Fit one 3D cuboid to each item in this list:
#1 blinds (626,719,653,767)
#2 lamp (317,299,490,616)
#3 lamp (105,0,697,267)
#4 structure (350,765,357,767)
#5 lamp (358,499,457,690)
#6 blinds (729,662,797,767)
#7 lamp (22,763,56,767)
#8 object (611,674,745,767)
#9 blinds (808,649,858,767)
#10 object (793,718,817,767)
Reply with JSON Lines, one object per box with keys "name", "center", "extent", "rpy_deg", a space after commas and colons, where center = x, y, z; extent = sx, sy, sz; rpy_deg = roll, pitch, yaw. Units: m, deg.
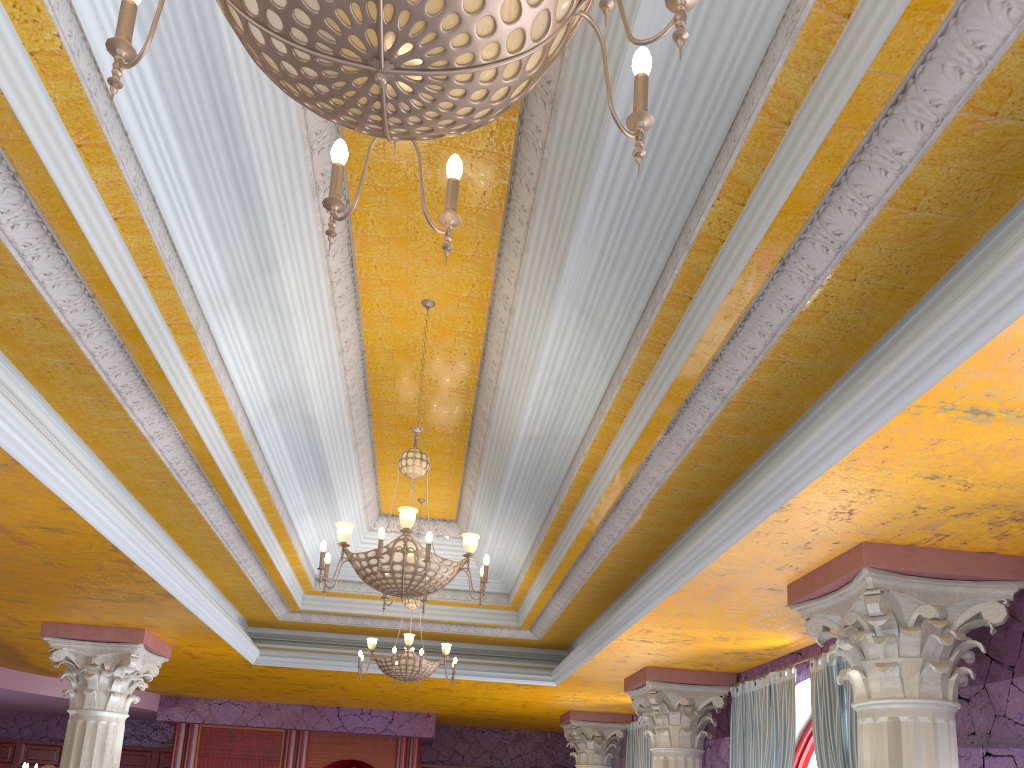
{"name": "blinds", "center": [1.919, 6.839, 13.079], "extent": [0.245, 3.283, 1.828], "rpy_deg": [4, -17, -3]}
{"name": "lamp", "center": [-0.633, 0.397, 5.630], "extent": [0.979, 2.031, 1.007], "rpy_deg": [-9, -20, 38]}
{"name": "lamp", "center": [-0.175, -1.497, 1.746], "extent": [0.979, 2.031, 1.007], "rpy_deg": [-9, -20, 38]}
{"name": "structure", "center": [-3.102, 8.001, 15.918], "extent": [0.967, 1.724, 0.685], "rpy_deg": [5, -15, -5]}
{"name": "lamp", "center": [-1.083, 2.261, 9.452], "extent": [0.979, 2.031, 1.007], "rpy_deg": [-9, -20, 38]}
{"name": "blinds", "center": [2.456, 4.614, 8.518], "extent": [0.245, 3.283, 1.828], "rpy_deg": [4, -17, -3]}
{"name": "lamp", "center": [-5.034, 4.213, 9.183], "extent": [0.386, 0.255, 0.364], "rpy_deg": [10, -23, -17]}
{"name": "object", "center": [2.834, 2.778, 4.906], "extent": [2.097, 3.348, 31.567], "rpy_deg": [5, -26, -4]}
{"name": "blinds", "center": [2.685, 3.663, 6.568], "extent": [0.245, 3.283, 1.825], "rpy_deg": [5, -17, -6]}
{"name": "object", "center": [3.225, 3.904, 7.659], "extent": [0.160, 2.363, 3.857], "rpy_deg": [4, -23, -5]}
